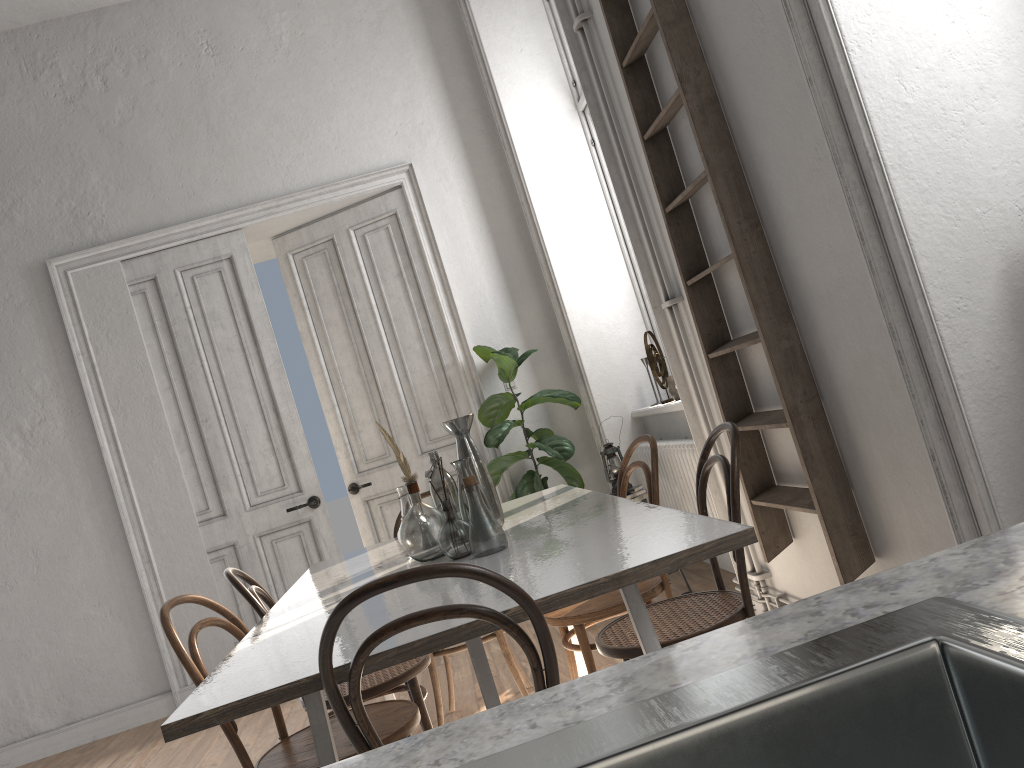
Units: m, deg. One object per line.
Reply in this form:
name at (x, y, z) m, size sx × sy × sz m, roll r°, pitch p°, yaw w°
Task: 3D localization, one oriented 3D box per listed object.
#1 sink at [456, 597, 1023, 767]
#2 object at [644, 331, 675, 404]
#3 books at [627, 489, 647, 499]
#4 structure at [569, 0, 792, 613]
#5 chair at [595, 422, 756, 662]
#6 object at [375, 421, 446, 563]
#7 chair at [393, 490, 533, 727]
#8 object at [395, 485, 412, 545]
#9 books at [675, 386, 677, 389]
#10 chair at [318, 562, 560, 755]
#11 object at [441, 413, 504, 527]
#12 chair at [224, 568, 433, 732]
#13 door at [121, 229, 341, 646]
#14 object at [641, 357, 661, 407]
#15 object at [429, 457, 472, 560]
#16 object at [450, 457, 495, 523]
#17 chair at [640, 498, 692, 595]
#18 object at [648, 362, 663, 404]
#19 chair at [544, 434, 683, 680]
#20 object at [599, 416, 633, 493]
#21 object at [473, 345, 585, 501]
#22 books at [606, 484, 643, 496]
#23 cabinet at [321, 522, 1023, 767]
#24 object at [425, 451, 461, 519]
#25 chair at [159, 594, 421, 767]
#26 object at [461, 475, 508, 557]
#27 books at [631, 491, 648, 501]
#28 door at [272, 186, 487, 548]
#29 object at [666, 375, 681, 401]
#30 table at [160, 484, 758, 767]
sink at (-0.022, 0.128, 0.141) m, size 0.526 × 0.504 × 0.514 m, roll -17°, pitch -2°, yaw -7°
object at (0.845, -0.102, 5.080) m, size 0.087 × 0.425 × 0.347 m, roll -18°, pitch -2°, yaw 25°
books at (0.559, 0.584, 4.560) m, size 0.162 × 0.029 × 0.232 m, roll -15°, pitch -3°, yaw -36°
structure at (0.550, -1.238, 2.917) m, size 0.340 × 4.472 × 5.185 m, roll -17°, pitch -2°, yaw -7°
chair at (0.489, 0.622, 2.457) m, size 0.549 × 0.920 × 0.438 m, roll -17°, pitch -2°, yaw 0°
object at (-0.296, 0.304, 2.634) m, size 0.157 × 0.446 × 0.156 m, roll -18°, pitch -2°, yaw 11°
chair at (-0.221, 0.894, 3.617) m, size 0.438 × 0.920 × 0.549 m, roll -17°, pitch -2°, yaw 1°
object at (-0.347, 0.457, 3.061) m, size 0.132 × 0.219 × 0.132 m, roll -17°, pitch -2°, yaw -18°
books at (0.944, -0.016, 4.512) m, size 0.155 × 0.020 × 0.205 m, roll -17°, pitch -3°, yaw -17°
chair at (-0.037, 0.751, 1.681) m, size 0.438 × 0.920 × 0.549 m, roll -17°, pitch -2°, yaw 6°
object at (-0.125, 0.297, 2.924) m, size 0.116 × 0.383 × 0.116 m, roll -17°, pitch -2°, yaw 4°
chair at (-0.540, 0.961, 2.909) m, size 0.549 × 0.920 × 0.438 m, roll -17°, pitch -2°, yaw -11°
door at (-1.855, 0.496, 5.666) m, size 1.096 × 2.813 × 0.216 m, roll -17°, pitch -2°, yaw -6°
object at (0.826, -0.017, 5.264) m, size 0.095 × 0.289 × 0.095 m, roll -18°, pitch -2°, yaw 16°
object at (-0.180, 0.346, 2.473) m, size 0.106 × 0.283 × 0.107 m, roll -17°, pitch -2°, yaw -12°
object at (-0.121, 0.353, 2.707) m, size 0.100 × 0.255 × 0.098 m, roll -16°, pitch -2°, yaw -30°
chair at (0.610, 0.884, 4.574) m, size 0.360 × 0.522 × 0.364 m, roll -16°, pitch -3°, yaw -33°
object at (0.869, -0.025, 5.387) m, size 0.095 × 0.289 × 0.095 m, roll -18°, pitch -2°, yaw 24°
chair at (0.353, 0.689, 3.016) m, size 0.549 × 0.920 × 0.438 m, roll -17°, pitch -2°, yaw -9°
object at (0.521, 0.359, 4.559) m, size 0.154 × 0.383 × 0.164 m, roll -16°, pitch -2°, yaw -33°
object at (0.154, 0.261, 2.902) m, size 0.792 × 1.842 × 5.829 m, roll -17°, pitch -2°, yaw -2°
books at (0.553, 0.562, 4.559) m, size 0.221 × 0.027 × 0.147 m, roll -18°, pitch -3°, yaw 25°
cabinet at (-0.989, -0.418, 0.106) m, size 3.250 × 3.582 × 0.635 m, roll -17°, pitch -2°, yaw -7°
object at (-0.209, 0.360, 2.812) m, size 0.086 × 0.301 × 0.086 m, roll -16°, pitch -2°, yaw -21°
chair at (-0.512, 0.927, 2.325) m, size 0.549 × 0.920 × 0.438 m, roll -17°, pitch -2°, yaw 4°
object at (-0.087, 0.350, 2.381) m, size 0.101 × 0.211 × 0.101 m, roll -19°, pitch -2°, yaw 32°
books at (0.562, 0.611, 4.571) m, size 0.246 × 0.034 × 0.193 m, roll -19°, pitch -3°, yaw 33°
door at (-0.769, 0.172, 5.971) m, size 1.098 × 2.813 × 0.216 m, roll -18°, pitch -2°, yaw 18°
object at (0.904, 0.018, 4.884) m, size 0.102 × 0.142 × 0.100 m, roll -16°, pitch -2°, yaw -32°
table at (-0.076, 0.878, 2.650) m, size 1.100 × 0.779 × 2.201 m, roll -17°, pitch -2°, yaw -7°
